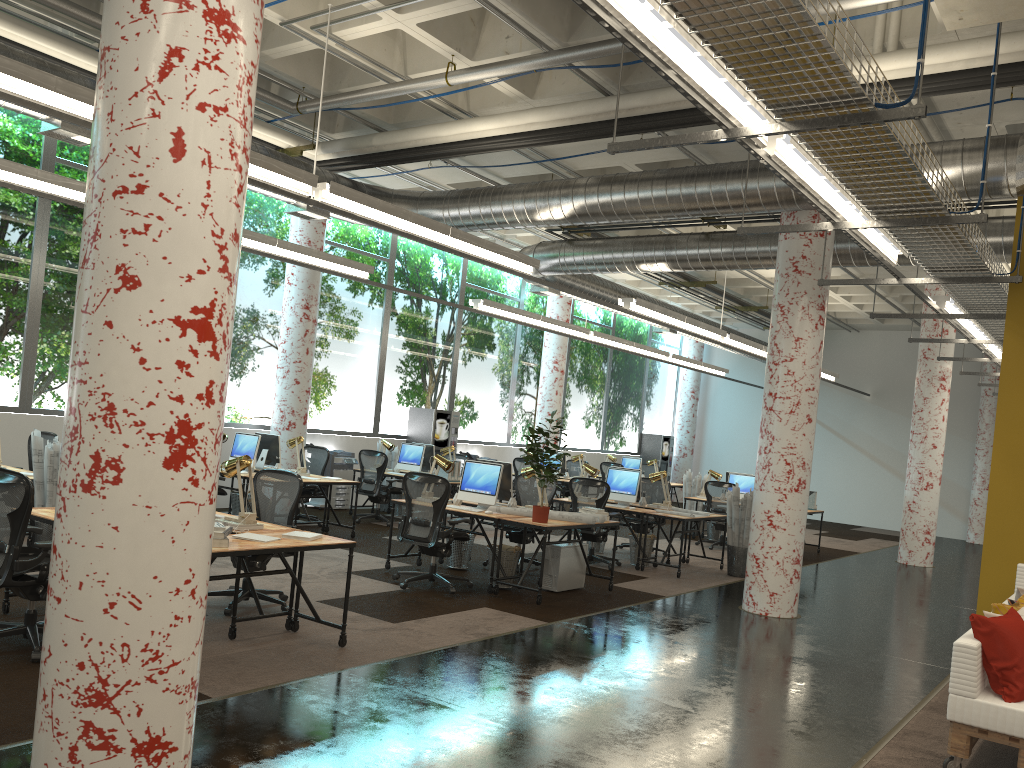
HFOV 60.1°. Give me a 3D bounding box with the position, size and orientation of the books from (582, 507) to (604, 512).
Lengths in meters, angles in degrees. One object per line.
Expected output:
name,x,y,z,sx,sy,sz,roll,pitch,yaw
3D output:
books,0.838,1.293,9.138,0.184,0.030,0.153,4,-3,34

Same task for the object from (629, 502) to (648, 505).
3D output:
object,1.669,1.650,12.345,0.438,0.017,0.119,4,-3,36

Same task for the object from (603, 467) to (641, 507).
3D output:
object,1.448,1.357,11.596,0.482,0.485,0.190,5,-1,36

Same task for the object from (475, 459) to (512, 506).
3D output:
object,-0.217,1.072,9.591,0.482,0.485,0.190,5,-1,36

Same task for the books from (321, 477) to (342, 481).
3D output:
books,-2.300,1.207,11.293,0.200,0.024,0.236,5,-3,9

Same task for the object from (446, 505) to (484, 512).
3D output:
object,-0.483,1.243,8.843,0.438,0.017,0.119,4,-3,36

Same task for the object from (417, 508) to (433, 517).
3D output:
object,-1.340,1.937,13.590,0.358,0.435,0.354,5,-1,32

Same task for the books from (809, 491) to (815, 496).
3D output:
books,5.003,1.957,14.933,0.233,0.310,0.068,5,0,36

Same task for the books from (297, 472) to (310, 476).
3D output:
books,-2.809,1.160,11.512,0.308,0.038,0.226,4,-3,36

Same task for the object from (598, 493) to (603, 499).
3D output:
object,1.195,1.483,11.842,0.101,0.209,0.101,6,0,-9

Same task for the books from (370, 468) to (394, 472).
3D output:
books,-2.061,1.358,14.020,0.308,0.038,0.226,4,-3,36

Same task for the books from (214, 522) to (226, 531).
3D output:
books,-1.837,0.866,5.392,0.153,0.030,0.185,7,-3,-26

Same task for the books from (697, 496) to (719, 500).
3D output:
books,3.327,1.936,15.051,0.308,0.038,0.226,4,-3,36

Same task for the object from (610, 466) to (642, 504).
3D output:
object,1.542,1.395,12.178,0.482,0.485,0.190,5,-1,36

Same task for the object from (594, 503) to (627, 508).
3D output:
object,1.275,1.566,11.431,0.438,0.017,0.119,4,-3,36

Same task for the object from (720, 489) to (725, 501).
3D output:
object,3.581,1.875,15.022,0.101,0.209,0.101,6,0,-9

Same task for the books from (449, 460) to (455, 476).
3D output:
books,-0.971,1.280,13.080,0.233,0.310,0.068,5,0,36

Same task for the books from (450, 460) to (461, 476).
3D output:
books,-0.886,1.295,13.200,0.233,0.310,0.068,5,0,36

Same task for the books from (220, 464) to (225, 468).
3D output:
books,-3.871,1.054,11.479,0.308,0.038,0.226,4,-3,36

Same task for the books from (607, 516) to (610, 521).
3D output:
books,0.839,1.371,9.123,0.271,0.050,0.201,4,-3,33

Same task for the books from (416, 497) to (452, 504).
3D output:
books,-0.817,1.221,9.284,0.308,0.038,0.226,4,-3,36

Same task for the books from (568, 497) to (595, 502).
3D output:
books,0.942,1.544,11.871,0.308,0.038,0.226,4,-3,36

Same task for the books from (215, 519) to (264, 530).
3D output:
books,-1.929,0.981,6.217,0.308,0.038,0.226,4,-3,36

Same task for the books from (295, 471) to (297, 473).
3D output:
books,-2.705,1.077,10.693,0.193,0.044,0.257,6,-3,-7

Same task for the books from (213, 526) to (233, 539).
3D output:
books,-1.826,0.899,5.397,0.193,0.044,0.257,6,-3,-7

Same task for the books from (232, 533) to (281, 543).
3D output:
books,-1.655,0.996,5.742,0.243,0.019,0.205,5,-3,13

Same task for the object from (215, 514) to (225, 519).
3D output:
object,-2.265,0.982,6.657,0.438,0.017,0.119,4,-3,36

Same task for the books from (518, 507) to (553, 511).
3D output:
books,0.246,1.327,9.317,0.308,0.038,0.226,4,-3,36

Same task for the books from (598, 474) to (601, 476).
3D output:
books,2.129,2.061,19.905,0.308,0.038,0.226,4,-3,36

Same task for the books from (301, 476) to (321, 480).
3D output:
books,-2.535,1.174,11.037,0.243,0.019,0.205,5,-3,13

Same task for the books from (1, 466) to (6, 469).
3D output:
books,-5.001,0.792,8.434,0.308,0.038,0.226,4,-3,36

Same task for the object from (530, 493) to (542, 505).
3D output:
object,0.486,2.323,17.730,0.358,0.435,0.354,5,-1,32

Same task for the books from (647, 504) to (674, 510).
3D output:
books,2.004,1.650,11.904,0.308,0.038,0.226,4,-3,36

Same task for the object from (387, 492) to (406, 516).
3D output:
object,-1.825,1.935,14.488,0.353,0.435,0.368,6,-1,-19

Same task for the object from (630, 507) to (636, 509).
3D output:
object,1.537,1.575,11.234,0.059,0.029,0.106,4,-3,37

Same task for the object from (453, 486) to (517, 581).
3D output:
object,-0.280,1.542,9.066,0.846,0.933,0.105,5,0,31

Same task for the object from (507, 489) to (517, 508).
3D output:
object,0.009,1.221,9.345,0.101,0.209,0.101,6,0,-9

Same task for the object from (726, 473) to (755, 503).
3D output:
object,3.833,1.749,14.776,0.482,0.485,0.190,5,-1,36

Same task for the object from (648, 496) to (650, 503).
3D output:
object,2.851,2.641,19.475,0.358,0.435,0.354,5,-1,32

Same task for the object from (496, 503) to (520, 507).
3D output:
object,-0.090,1.327,9.757,0.438,0.017,0.119,4,-3,36

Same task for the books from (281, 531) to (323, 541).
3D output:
books,-1.421,1.029,5.998,0.200,0.024,0.236,5,-3,9

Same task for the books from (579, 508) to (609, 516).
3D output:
books,0.845,1.325,9.150,0.193,0.044,0.257,8,-3,-37

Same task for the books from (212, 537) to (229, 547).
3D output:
books,-1.845,0.943,5.375,0.201,0.050,0.271,7,-3,-27

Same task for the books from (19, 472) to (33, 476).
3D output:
books,-4.475,0.847,8.277,0.244,0.019,0.205,6,-3,-17

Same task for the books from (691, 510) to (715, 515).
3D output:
books,2.530,1.705,11.748,0.244,0.019,0.205,6,-3,-17

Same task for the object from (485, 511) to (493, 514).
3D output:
object,-0.221,1.252,8.646,0.059,0.029,0.106,4,-3,37

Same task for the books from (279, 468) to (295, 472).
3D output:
books,-2.716,1.044,10.687,0.153,0.030,0.185,7,-3,-26

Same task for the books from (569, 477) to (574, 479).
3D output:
books,1.310,1.851,17.296,0.308,0.038,0.226,4,-3,36

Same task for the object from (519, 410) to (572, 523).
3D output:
object,0.288,0.762,8.321,0.512,1.077,0.439,5,0,26

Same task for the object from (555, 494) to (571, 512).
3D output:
object,-0.102,2.167,15.749,3.420,0.437,0.365,8,-3,-45

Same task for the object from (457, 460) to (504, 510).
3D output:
object,-0.311,1.034,9.008,0.482,0.485,0.190,5,-1,36

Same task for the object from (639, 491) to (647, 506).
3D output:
object,1.767,1.544,11.933,0.101,0.209,0.101,6,0,-9
